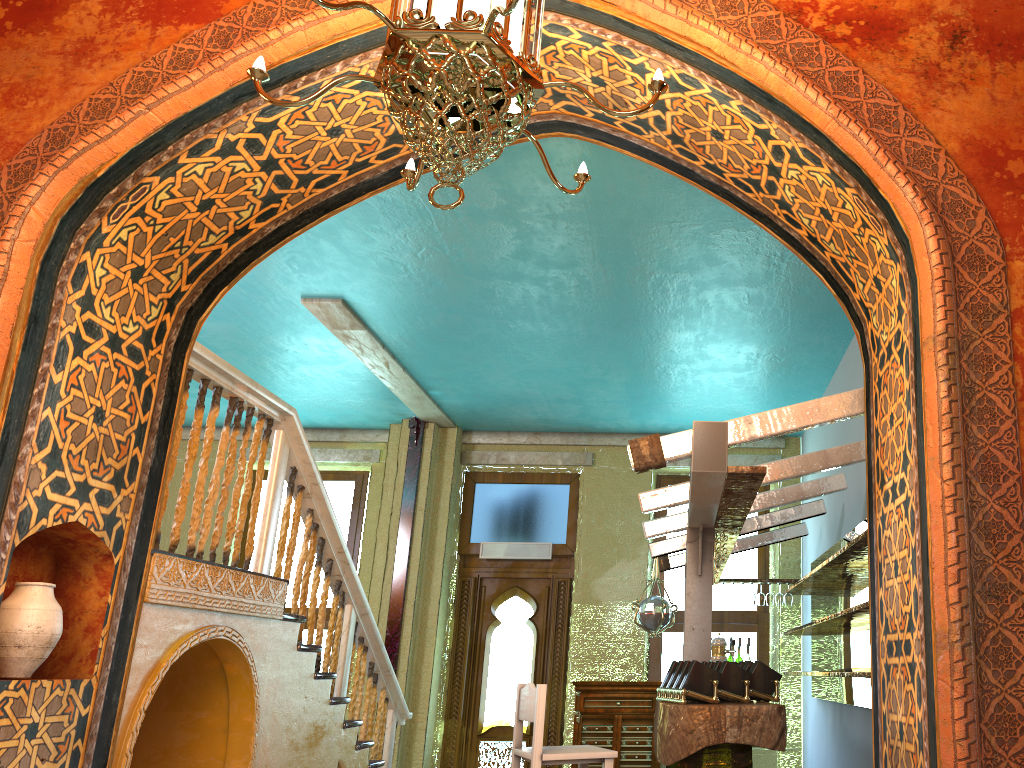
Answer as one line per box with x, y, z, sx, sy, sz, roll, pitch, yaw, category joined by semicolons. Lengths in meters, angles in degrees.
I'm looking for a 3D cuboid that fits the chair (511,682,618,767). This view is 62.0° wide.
0.281;2.431;4.958;0.539;1.317;0.470;9;-16;-19;chair

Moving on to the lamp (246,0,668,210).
-0.100;-1.637;2.811;1.283;2.332;1.150;2;-16;5;lamp

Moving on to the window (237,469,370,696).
-2.793;2.751;10.738;1.537;3.371;0.089;4;-15;-1;window

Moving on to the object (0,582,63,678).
-2.028;1.024;3.550;0.234;0.379;0.273;-4;-17;22;object

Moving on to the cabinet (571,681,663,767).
1.254;4.191;10.056;1.116;1.285;0.626;2;-16;2;cabinet

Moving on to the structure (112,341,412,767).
-2.163;2.163;6.849;1.769;3.098;6.059;0;-18;10;structure

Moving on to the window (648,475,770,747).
2.548;2.842;10.932;1.537;3.371;0.089;4;-15;-1;window
